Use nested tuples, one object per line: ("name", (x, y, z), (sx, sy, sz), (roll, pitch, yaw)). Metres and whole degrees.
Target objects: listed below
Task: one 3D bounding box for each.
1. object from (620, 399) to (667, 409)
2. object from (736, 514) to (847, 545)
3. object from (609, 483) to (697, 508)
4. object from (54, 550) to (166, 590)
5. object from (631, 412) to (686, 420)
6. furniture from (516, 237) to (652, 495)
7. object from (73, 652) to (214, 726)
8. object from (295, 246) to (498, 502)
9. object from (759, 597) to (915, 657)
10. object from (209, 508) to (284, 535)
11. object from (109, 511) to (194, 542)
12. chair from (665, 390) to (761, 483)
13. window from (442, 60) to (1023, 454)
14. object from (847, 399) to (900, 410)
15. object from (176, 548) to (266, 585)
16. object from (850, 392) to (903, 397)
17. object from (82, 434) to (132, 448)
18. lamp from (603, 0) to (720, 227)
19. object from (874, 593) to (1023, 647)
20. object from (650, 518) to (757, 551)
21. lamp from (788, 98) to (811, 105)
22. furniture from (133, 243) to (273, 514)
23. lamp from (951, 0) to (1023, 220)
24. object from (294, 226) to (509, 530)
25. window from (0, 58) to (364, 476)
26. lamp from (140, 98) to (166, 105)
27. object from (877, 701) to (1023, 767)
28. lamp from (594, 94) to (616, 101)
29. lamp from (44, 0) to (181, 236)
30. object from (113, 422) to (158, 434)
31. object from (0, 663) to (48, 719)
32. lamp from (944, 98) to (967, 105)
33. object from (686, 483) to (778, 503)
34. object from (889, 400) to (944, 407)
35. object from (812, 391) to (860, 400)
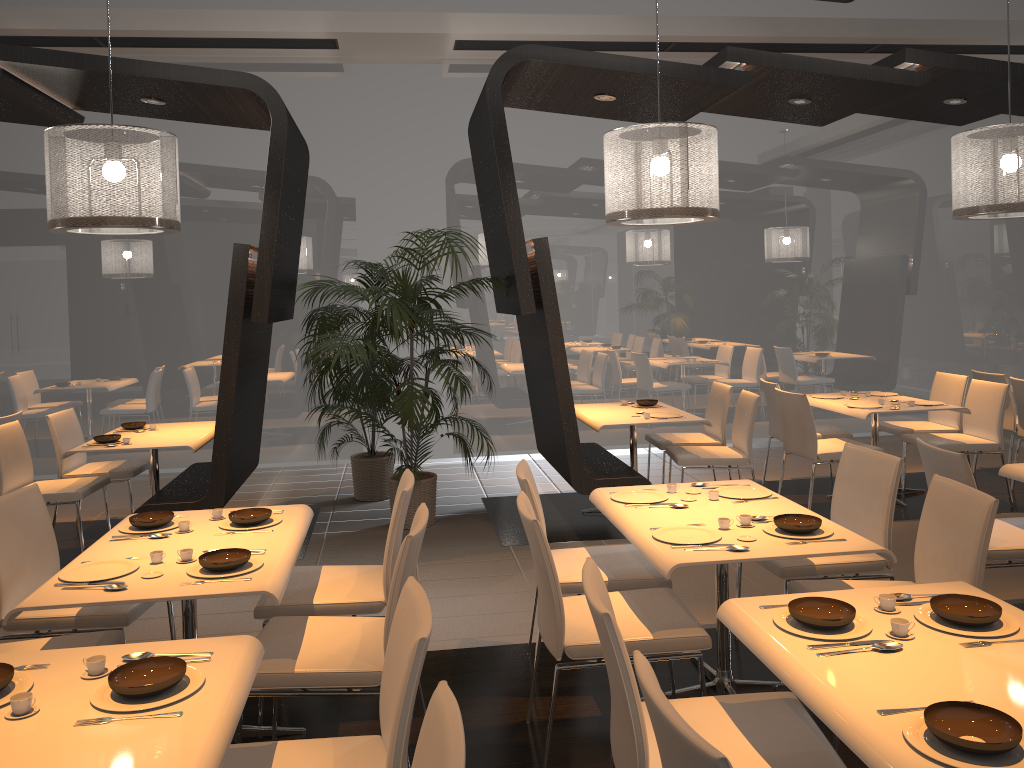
("object", (1.005, 0.148, 6.812), (0.303, 0.044, 0.366), (-2, 6, -8))
("object", (0.992, 0.506, 3.195), (0.303, 0.044, 0.366), (-2, 6, -8))
("object", (0.596, 0.469, 3.718), (0.335, 0.038, 0.378), (-3, 6, -13))
("object", (-1.308, 0.606, 2.886), (0.335, 0.038, 0.378), (-3, 6, -13))
("object", (1.020, 0.208, 6.235), (0.335, 0.038, 0.378), (-4, 6, -18))
("furniture", (0.438, -0.185, 6.407), (0.757, 1.672, 1.406), (-2, 3, -7))
("object", (-0.862, 0.674, 2.037), (0.303, 0.044, 0.366), (-2, 6, -8))
("object", (-1.075, -0.115, 7.193), (1.562, 2.056, 1.509), (1, 4, 44))
("object", (0.836, 0.602, 2.270), (0.303, 0.044, 0.366), (-2, 6, -8))
("object", (-1.072, 0.532, 3.534), (0.303, 0.044, 0.366), (-2, 6, -8))
("object", (-1.395, 0.546, 3.486), (0.303, 0.044, 0.366), (-2, 6, -8))
("chair", (1.423, 0.503, 6.217), (0.605, 0.868, 0.485), (-2, 2, 0))
("window", (2.531, -1.372, 8.954), (6.580, 3.974, 0.070), (-2, 1, -7))
("object", (2.613, 0.148, 6.374), (0.335, 0.038, 0.378), (-3, 6, -13))
("object", (-0.983, 0.587, 2.949), (0.303, 0.044, 0.366), (-2, 6, -8))
("object", (2.898, 0.068, 7.105), (0.335, 0.038, 0.378), (-4, 6, -18))
("object", (-2.587, 0.360, 5.705), (0.303, 0.044, 0.366), (-2, 6, -8))
("lamp", (0.811, -1.869, 4.922), (0.626, 1.927, 0.628), (-1, 2, 21))
("object", (1.138, 0.590, 2.304), (0.303, 0.044, 0.366), (-2, 6, -8))
("object", (0.677, 0.527, 3.109), (0.335, 0.038, 0.378), (-3, 6, -13))
("lamp", (2.151, -2.127, 6.609), (0.161, 0.055, 0.162), (-3, 5, -13))
("furniture", (-2.048, -0.082, 6.080), (0.757, 1.672, 1.406), (-2, 3, -7))
("lamp", (2.922, -1.957, 5.200), (0.626, 1.927, 0.628), (-1, 2, 21))
("object", (-0.715, -0.021, 6.147), (1.562, 2.056, 1.508), (-2, 3, -14))
("window", (-4.604, -1.074, 8.015), (6.580, 3.974, 0.070), (-2, 1, -7))
("lamp", (-2.438, -1.935, 6.006), (0.161, 0.055, 0.162), (-3, 5, -13))
("object", (0.905, 0.662, 1.654), (0.303, 0.044, 0.366), (-2, 6, -8))
("lamp", (0.674, -2.092, 6.415), (0.160, 0.054, 0.161), (-2, 5, -2))
("lamp", (-2.070, -1.749, 4.543), (0.628, 1.927, 0.627), (-3, 2, -35))
("object", (-2.672, 0.303, 6.306), (0.303, 0.044, 0.366), (-3, 6, -13))
("object", (-1.190, 0.689, 1.984), (0.303, 0.044, 0.366), (-2, 6, -8))
("lamp", (3.395, -2.179, 6.773), (0.161, 0.055, 0.162), (-3, 5, -13))
("object", (0.928, 0.450, 3.814), (0.335, 0.038, 0.378), (-4, 6, -18))
("object", (2.964, 0.126, 6.492), (0.335, 0.038, 0.378), (-4, 6, -18))
("object", (2.562, 0.090, 6.980), (0.335, 0.038, 0.378), (-3, 6, -13))
